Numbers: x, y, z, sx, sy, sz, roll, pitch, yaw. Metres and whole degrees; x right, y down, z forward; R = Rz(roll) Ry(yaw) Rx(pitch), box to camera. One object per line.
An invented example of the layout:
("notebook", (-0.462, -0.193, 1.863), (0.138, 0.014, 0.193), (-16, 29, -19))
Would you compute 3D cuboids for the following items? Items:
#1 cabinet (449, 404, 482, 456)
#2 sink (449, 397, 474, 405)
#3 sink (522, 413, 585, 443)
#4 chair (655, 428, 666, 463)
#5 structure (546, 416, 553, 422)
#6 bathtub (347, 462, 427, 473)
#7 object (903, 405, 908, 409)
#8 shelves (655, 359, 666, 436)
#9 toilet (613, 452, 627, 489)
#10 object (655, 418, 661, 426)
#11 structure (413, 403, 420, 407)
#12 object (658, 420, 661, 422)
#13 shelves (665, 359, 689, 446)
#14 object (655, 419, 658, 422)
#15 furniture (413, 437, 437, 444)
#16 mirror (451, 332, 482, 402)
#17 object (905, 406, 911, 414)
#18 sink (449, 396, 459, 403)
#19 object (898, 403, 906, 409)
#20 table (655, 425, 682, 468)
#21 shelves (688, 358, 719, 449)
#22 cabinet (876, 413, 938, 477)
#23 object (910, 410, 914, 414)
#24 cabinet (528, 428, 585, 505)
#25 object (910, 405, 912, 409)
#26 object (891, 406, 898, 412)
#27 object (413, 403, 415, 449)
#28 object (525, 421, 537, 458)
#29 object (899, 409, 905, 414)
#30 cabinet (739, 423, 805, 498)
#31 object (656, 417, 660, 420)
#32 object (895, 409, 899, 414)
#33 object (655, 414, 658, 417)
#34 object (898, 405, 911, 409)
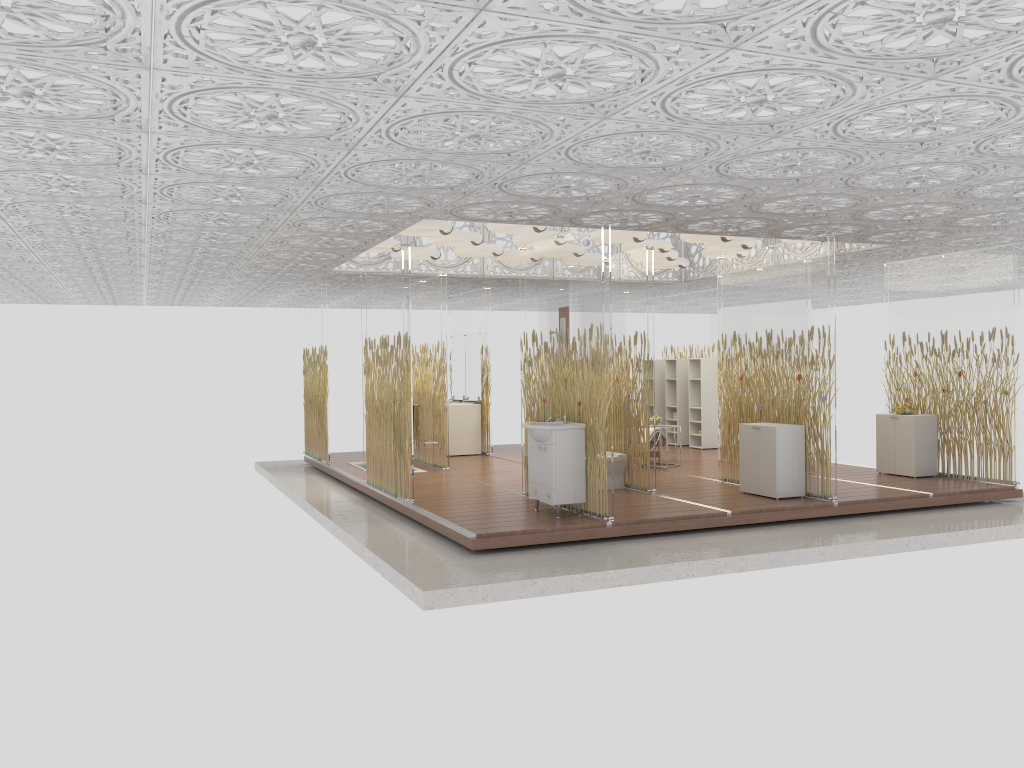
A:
("cabinet", (-0.859, 0.708, 14.079), (0.549, 0.782, 0.643), (-1, 1, -23))
("sink", (-0.850, 0.340, 14.082), (0.499, 0.266, 0.573), (-1, 1, -20))
("sink", (0.339, 0.402, 8.135), (0.454, 0.263, 0.603), (-1, 1, -23))
("chair", (1.567, 0.710, 12.033), (0.635, 0.811, 1.787), (0, 1, 27))
("structure", (0.265, 0.404, 8.715), (0.115, 0.183, 0.405), (-1, 1, -25))
("bathtub", (-1.761, 1.263, 12.310), (0.700, 0.582, 1.700), (-1, 1, -23))
("object", (4.720, 0.291, 10.703), (0.032, 0.085, 0.186), (-1, 1, -11))
("shelves", (2.596, 0.296, 15.801), (0.344, 1.460, 0.366), (-1, 1, -23))
("toilet", (0.905, 0.917, 9.805), (0.611, 0.506, 0.401), (-1, 1, -23))
("object", (1.921, 0.507, 11.915), (0.206, 0.105, 0.206), (0, 1, 22))
("structure", (-1.441, 0.297, 12.862), (0.078, 0.047, 0.442), (-1, 1, -23))
("object", (1.973, 0.505, 11.904), (0.045, 0.042, 0.045), (-1, 1, -28))
("shelves", (2.867, 0.303, 15.152), (0.344, 1.460, 0.366), (-1, 1, -23))
("object", (1.932, 0.486, 11.857), (0.047, 0.045, 0.047), (-1, 1, -18))
("furniture", (-1.250, 0.769, 12.124), (0.178, 0.014, 0.977), (-1, 1, -23))
("mirror", (-0.755, -0.271, 14.500), (0.009, 1.081, 1.422), (-1, 1, -23))
("object", (4.728, 0.309, 10.592), (0.064, 0.097, 0.064), (-1, 1, -32))
("sink", (-1.126, 0.333, 14.744), (0.499, 0.266, 0.573), (-1, 1, -25))
("object", (4.688, 0.269, 10.692), (0.035, 0.084, 0.200), (-1, 1, -1))
("table", (1.993, 0.830, 11.931), (0.420, 0.535, 0.420), (0, 1, 37))
("shelves", (3.138, 0.309, 14.503), (0.344, 1.460, 0.366), (-1, 1, -23))
("cabinet", (4.740, 0.722, 10.664), (0.358, 0.712, 0.595), (-1, 1, -23))
("object", (4.776, 0.336, 10.627), (0.066, 0.055, 0.055), (0, 1, 25))
("cabinet", (0.404, 0.728, 8.169), (0.316, 0.678, 0.580), (-1, 1, -23))
("object", (4.764, 0.290, 10.744), (0.051, 0.079, 0.186), (-2, 1, -44))
("object", (4.636, 0.302, 10.734), (0.077, 0.067, 0.078), (-1, 1, -21))
("object", (-1.461, 0.606, 12.854), (0.042, 0.656, 0.283), (-1, 1, -23))
("object", (0.217, 0.584, 8.759), (0.042, 0.427, 0.295), (-1, 1, -32))
("object", (4.659, 0.326, 10.619), (0.066, 0.065, 0.091), (-1, 1, -8))
("cabinet", (2.672, 0.773, 9.136), (0.358, 0.712, 0.595), (-1, 1, -23))
("object", (1.960, 0.464, 11.890), (0.050, 0.054, 0.055), (0, 1, 37))
("object", (4.640, 0.329, 10.674), (0.056, 0.066, 0.053), (-1, 1, -21))
("object", (1.929, 0.428, 11.911), (0.055, 0.056, 0.055), (-1, 1, -23))
("object", (4.744, 0.283, 10.698), (0.045, 0.064, 0.202), (-1, 1, -19))
